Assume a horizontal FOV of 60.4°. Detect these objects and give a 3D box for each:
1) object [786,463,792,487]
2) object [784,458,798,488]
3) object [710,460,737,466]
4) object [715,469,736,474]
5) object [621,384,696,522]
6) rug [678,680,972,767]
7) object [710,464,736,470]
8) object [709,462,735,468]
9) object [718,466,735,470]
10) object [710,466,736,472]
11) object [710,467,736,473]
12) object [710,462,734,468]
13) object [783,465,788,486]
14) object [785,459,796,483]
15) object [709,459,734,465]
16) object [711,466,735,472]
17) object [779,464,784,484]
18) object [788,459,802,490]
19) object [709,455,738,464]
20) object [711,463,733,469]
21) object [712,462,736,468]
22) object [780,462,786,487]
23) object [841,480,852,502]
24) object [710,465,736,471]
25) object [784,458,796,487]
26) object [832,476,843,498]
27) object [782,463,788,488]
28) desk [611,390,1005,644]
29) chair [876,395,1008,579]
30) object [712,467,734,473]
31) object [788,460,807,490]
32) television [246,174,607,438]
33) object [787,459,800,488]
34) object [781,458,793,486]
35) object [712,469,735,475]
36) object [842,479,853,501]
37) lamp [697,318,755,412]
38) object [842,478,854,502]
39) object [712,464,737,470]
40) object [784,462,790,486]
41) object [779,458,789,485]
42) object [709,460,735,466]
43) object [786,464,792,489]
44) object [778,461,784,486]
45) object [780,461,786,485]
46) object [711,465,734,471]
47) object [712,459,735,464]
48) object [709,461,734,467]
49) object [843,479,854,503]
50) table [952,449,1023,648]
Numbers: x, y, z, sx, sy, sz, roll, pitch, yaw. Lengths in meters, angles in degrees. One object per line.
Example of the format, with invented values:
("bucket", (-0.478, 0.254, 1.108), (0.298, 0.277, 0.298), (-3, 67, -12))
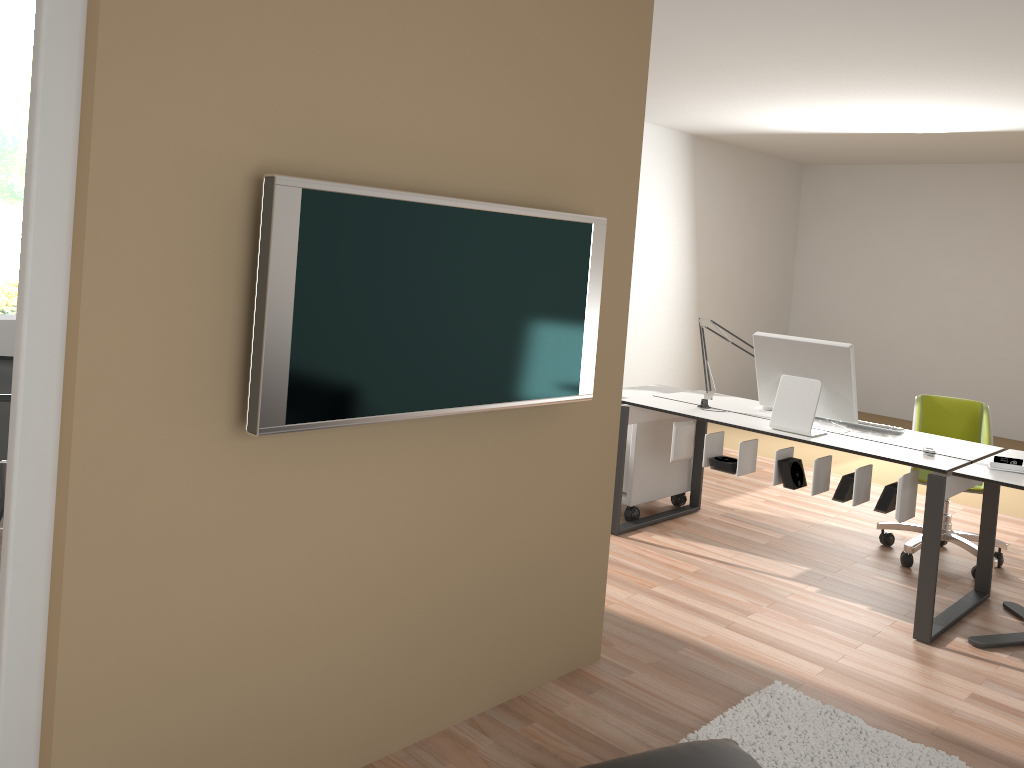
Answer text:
("object", (1.268, 0.402, 3.925), (0.040, 0.113, 0.133), (7, 6, 43))
("object", (1.259, 0.400, 3.933), (0.040, 0.113, 0.133), (7, 6, 43))
("object", (1.018, 0.364, 4.163), (0.120, 0.002, 0.133), (13, 12, 43))
("object", (1.025, 0.403, 4.155), (0.120, 0.002, 0.133), (13, 12, 43))
("object", (0.760, 0.380, 5.018), (0.311, 0.672, 0.621), (7, 5, 43))
("rug", (0.722, 1.189, 1.788), (1.463, 0.045, 2.026), (12, 12, 43))
("object", (1.022, 0.385, 4.159), (0.120, 0.002, 0.133), (13, 12, 43))
("object", (1.020, 0.376, 4.160), (0.120, 0.002, 0.133), (13, 12, 43))
("object", (1.022, 0.385, 4.159), (0.120, 0.002, 0.133), (13, 12, 43))
("object", (1.023, 0.394, 4.157), (0.120, 0.002, 0.133), (13, 12, 43))
("object", (1.024, 0.399, 4.156), (0.120, 0.002, 0.133), (13, 12, 43))
("object", (1.020, 0.376, 4.160), (0.120, 0.002, 0.133), (13, 12, 43))
("object", (1.254, 0.399, 3.938), (0.040, 0.113, 0.133), (7, 6, 43))
("object", (1.263, 0.401, 3.929), (0.040, 0.113, 0.133), (7, 6, 43))
("object", (1.018, 0.362, 4.163), (0.120, 0.002, 0.133), (13, 12, 43))
("object", (1.023, 0.394, 4.157), (0.120, 0.002, 0.133), (13, 12, 43))
("object", (1.241, 0.396, 3.950), (0.040, 0.113, 0.133), (7, 6, 43))
("object", (1.273, 0.403, 3.920), (0.040, 0.113, 0.133), (7, 6, 43))
("object", (1.017, 0.358, 4.164), (0.120, 0.002, 0.133), (13, 12, 43))
("object", (1.021, 0.378, 4.160), (0.120, 0.002, 0.133), (13, 12, 43))
("object", (1.020, 0.374, 4.161), (0.120, 0.002, 0.133), (13, 12, 43))
("object", (1.246, 0.397, 3.946), (0.040, 0.113, 0.133), (7, 6, 43))
("object", (1.452, 0.443, 3.748), (0.040, 0.113, 0.133), (7, 6, 43))
("object", (1.022, 0.390, 4.158), (0.120, 0.002, 0.133), (13, 12, 43))
("object", (1.256, 0.399, 3.936), (0.040, 0.113, 0.133), (7, 6, 43))
("object", (1.423, 0.437, 3.777), (0.040, 0.113, 0.133), (7, 6, 43))
("object", (1.253, 0.399, 3.939), (0.040, 0.113, 0.133), (7, 6, 43))
("desk", (1.366, 0.527, 4.278), (1.616, 0.682, 0.804), (12, 9, 43))
("chair", (2.246, 0.503, 4.540), (0.623, 0.805, 0.600), (6, 4, 18))
("object", (1.024, 0.396, 4.156), (0.120, 0.002, 0.133), (13, 12, 43))
("object", (1.273, 0.403, 3.920), (0.040, 0.113, 0.133), (7, 6, 43))
("television", (-0.148, -0.205, 2.358), (0.055, 0.575, 1.175), (6, 6, 43))
("object", (1.270, 0.402, 3.923), (0.040, 0.113, 0.133), (7, 6, 43))
("object", (1.250, 0.398, 3.942), (0.040, 0.113, 0.133), (7, 6, 43))
("object", (1.025, 0.406, 4.155), (0.120, 0.002, 0.133), (13, 12, 43))
("object", (1.454, 0.444, 3.746), (0.040, 0.113, 0.133), (7, 6, 43))
("lamp", (1.189, -0.045, 4.420), (0.540, 0.527, 0.140), (5, 2, 9))
("object", (1.456, 0.444, 3.745), (0.040, 0.113, 0.133), (7, 6, 43))
("object", (1.021, 0.383, 4.159), (0.120, 0.002, 0.133), (13, 12, 43))
("object", (1.261, 0.401, 3.931), (0.040, 0.113, 0.133), (7, 6, 43))
("object", (1.243, 0.396, 3.948), (0.040, 0.113, 0.133), (7, 6, 43))
("object", (1.019, 0.367, 4.162), (0.120, 0.002, 0.133), (13, 12, 43))
("object", (1.266, 0.402, 3.926), (0.040, 0.113, 0.133), (7, 6, 43))
("object", (1.239, 0.396, 3.952), (0.040, 0.113, 0.133), (7, 6, 43))
("object", (1.248, 0.398, 3.944), (0.040, 0.113, 0.133), (7, 6, 43))
("object", (1.022, 0.387, 4.158), (0.120, 0.002, 0.133), (13, 12, 43))
("object", (1.017, 0.358, 4.164), (0.120, 0.002, 0.133), (13, 12, 43))
("object", (1.020, 0.371, 4.161), (0.120, 0.002, 0.133), (13, 12, 43))
("object", (1.457, 0.445, 3.743), (0.040, 0.113, 0.133), (7, 6, 43))
("table", (2.290, 0.717, 3.511), (0.817, 0.684, 0.926), (9, 8, 40))
